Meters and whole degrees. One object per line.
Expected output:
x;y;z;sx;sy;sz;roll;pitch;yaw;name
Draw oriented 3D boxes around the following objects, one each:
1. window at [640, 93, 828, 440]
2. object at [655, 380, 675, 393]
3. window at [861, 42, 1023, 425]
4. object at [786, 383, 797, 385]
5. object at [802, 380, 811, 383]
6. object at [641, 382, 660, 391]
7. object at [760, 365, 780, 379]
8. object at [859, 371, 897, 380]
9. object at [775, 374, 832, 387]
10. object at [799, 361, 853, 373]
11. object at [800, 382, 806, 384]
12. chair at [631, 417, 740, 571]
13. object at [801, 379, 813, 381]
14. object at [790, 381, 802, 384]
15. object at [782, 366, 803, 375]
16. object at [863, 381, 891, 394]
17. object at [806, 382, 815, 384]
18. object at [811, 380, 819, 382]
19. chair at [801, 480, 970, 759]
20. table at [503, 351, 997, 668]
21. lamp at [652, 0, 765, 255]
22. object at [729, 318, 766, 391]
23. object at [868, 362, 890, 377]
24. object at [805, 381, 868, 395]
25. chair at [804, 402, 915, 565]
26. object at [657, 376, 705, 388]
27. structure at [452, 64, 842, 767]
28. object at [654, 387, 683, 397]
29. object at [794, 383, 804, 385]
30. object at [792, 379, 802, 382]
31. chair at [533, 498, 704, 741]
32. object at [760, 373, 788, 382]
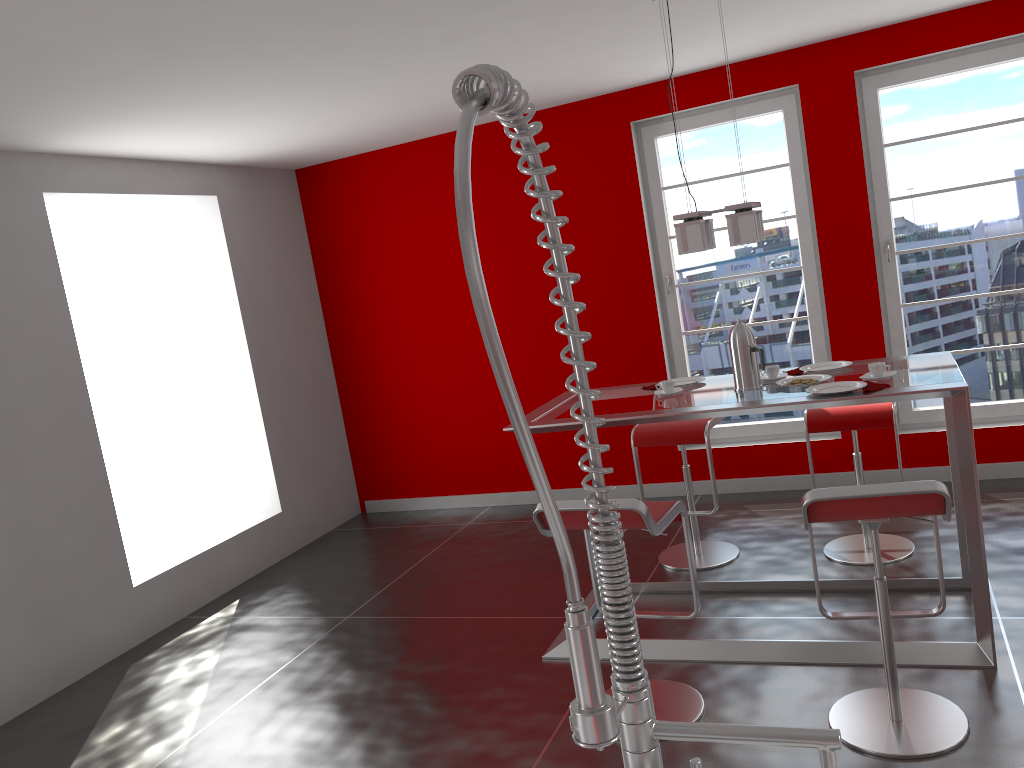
1.406;-0.667;5.533;0.938;2.038;0.117;-6;8;23;window
0.658;0.013;3.776;0.078;0.049;0.062;-2;10;46;object
2.593;-0.801;5.019;0.938;2.038;0.117;-6;8;23;window
1.102;-0.001;3.496;0.034;0.006;0.036;-2;10;44;object
1.145;-0.009;3.453;0.034;0.006;0.036;-8;7;12;object
0.630;0.011;4.022;0.095;0.012;0.234;-7;8;22;object
1.082;-0.050;3.705;0.062;0.049;0.078;-13;8;-26;object
1.381;-0.029;3.344;0.119;0.016;0.119;-3;10;43;object
1.147;-0.009;3.489;0.217;0.015;0.217;-14;8;-29;object
1.320;-0.069;3.727;0.217;0.015;0.217;-10;7;-1;object
1.139;-0.005;3.482;0.036;0.006;0.034;-3;10;41;object
0.918;0.477;4.608;0.418;0.857;0.460;-5;8;31;chair
1.160;-0.016;3.492;0.034;0.006;0.036;-14;8;-29;object
1.115;-0.007;3.483;0.034;0.006;0.036;-16;10;-42;object
1.195;-0.053;3.784;0.095;0.012;0.234;-7;8;22;object
1.305;0.007;3.171;0.095;0.012;0.234;-6;8;23;object
1.161;-0.004;3.443;0.036;0.006;0.034;-6;8;23;object
1.183;-0.011;3.472;0.036;0.006;0.034;-9;7;7;object
1.161;0.672;2.778;0.418;0.857;0.460;-7;8;19;chair
0.971;0.511;3.706;1.700;1.000;0.800;-6;8;23;table
0.759;-1.047;3.483;0.304;1.025;0.304;-6;8;23;lamp
0.948;-0.124;3.562;0.149;0.287;0.113;-5;8;31;object
1.384;-0.053;3.338;0.078;0.049;0.062;-6;8;23;object
1.181;0.018;3.231;0.217;0.015;0.217;-14;8;-30;object
1.680;0.388;4.299;0.418;0.857;0.460;-6;8;26;chair
0.755;-0.004;3.964;0.217;0.015;0.217;-16;10;-42;object
0.118;0.164;0.852;0.308;0.920;0.178;-13;8;-23;structure
0.667;0.036;3.773;0.119;0.016;0.119;-9;7;4;object
1.117;0.002;3.454;0.036;0.006;0.034;-7;8;23;object
1.130;-0.015;3.521;0.034;0.006;0.036;-4;9;35;object
0.399;0.757;3.113;0.418;0.857;0.460;-6;8;28;chair
1.090;-0.026;3.701;0.119;0.016;0.119;-7;8;21;object
